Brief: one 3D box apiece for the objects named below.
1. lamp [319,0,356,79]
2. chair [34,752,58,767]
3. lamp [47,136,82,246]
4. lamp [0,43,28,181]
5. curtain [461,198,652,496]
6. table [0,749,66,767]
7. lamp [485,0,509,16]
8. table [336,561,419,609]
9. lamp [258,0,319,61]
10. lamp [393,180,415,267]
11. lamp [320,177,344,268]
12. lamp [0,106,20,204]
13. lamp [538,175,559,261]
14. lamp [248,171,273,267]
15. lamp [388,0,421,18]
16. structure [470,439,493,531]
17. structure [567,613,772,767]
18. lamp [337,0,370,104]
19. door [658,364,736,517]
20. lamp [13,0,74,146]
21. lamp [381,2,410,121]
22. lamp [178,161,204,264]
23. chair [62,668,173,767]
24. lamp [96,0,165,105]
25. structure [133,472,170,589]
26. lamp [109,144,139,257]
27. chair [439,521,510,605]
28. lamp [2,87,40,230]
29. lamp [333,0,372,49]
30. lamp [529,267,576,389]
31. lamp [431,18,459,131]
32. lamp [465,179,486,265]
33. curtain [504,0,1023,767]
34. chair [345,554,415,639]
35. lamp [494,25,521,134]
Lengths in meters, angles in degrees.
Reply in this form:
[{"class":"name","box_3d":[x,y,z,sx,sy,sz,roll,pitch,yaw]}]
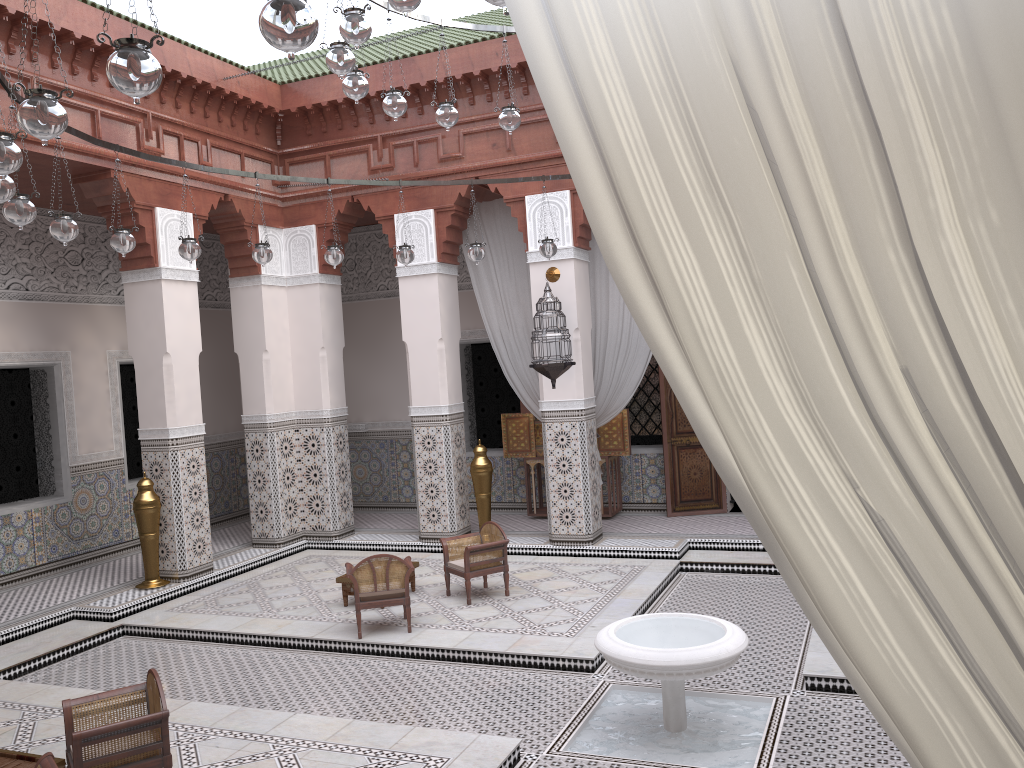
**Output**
[{"class":"lamp","box_3d":[-0.473,-1.002,2.380,0.090,0.371,0.091,-3,2,7]},{"class":"chair","box_3d":[-1.011,0.881,1.722,0.263,0.313,0.208,-5,2,-37]},{"class":"lamp","box_3d":[-1.345,-0.594,2.624,0.091,0.371,0.090,-2,2,37]},{"class":"lamp","box_3d":[-1.035,-0.589,1.760,0.091,0.371,0.090,-2,2,37]},{"class":"curtain","box_3d":[0.326,-0.156,4.749,1.304,1.761,0.048,-3,2,23]},{"class":"table","box_3d":[-1.235,0.973,2.021,0.229,0.142,0.330,-3,2,23]},{"class":"lamp","box_3d":[-0.026,-0.635,1.077,0.091,0.371,0.090,-2,2,37]},{"class":"table","box_3d":[-0.585,0.879,3.913,0.229,0.142,0.330,-3,2,23]},{"class":"lamp","box_3d":[-0.317,-0.619,1.185,0.091,0.371,0.090,-2,2,37]},{"class":"lamp","box_3d":[-0.466,-0.682,3.784,0.090,0.371,0.091,-3,2,27]},{"class":"lamp","box_3d":[-0.745,-0.661,3.653,0.090,0.371,0.091,-3,2,17]},{"class":"lamp","box_3d":[-1.198,-0.586,2.025,0.091,0.371,0.090,-2,2,37]},{"class":"lamp","box_3d":[0.151,-0.724,3.876,0.091,0.371,0.090,-5,2,-33]},{"class":"lamp","box_3d":[-0.988,-0.640,3.462,0.090,0.371,0.091,-4,2,2]},{"class":"lamp","box_3d":[-0.258,-1.005,1.980,0.090,0.371,0.091,-5,2,-33]},{"class":"structure","box_3d":[-0.158,0.566,4.777,0.156,0.539,0.156,-4,2,-6]},{"class":"structure","box_3d":[0.460,0.861,2.540,0.528,0.310,0.501,-3,2,23]},{"class":"lamp","box_3d":[-0.471,-1.009,2.607,0.090,0.371,0.091,-3,2,27]},{"class":"door","box_3d":[1.494,-0.004,5.038,1.244,1.461,0.419,-3,2,23]},{"class":"lamp","box_3d":[-0.829,-0.596,1.528,0.091,0.371,0.090,-2,2,37]},{"class":"lamp","box_3d":[-0.380,-1.020,2.819,0.091,0.371,0.090,-5,2,-43]},{"class":"lamp","box_3d":[-1.187,-0.620,3.216,0.091,0.371,0.090,-2,2,37]},{"class":"chair","box_3d":[-0.947,0.866,2.129,0.208,0.313,0.263,-5,2,-32]},{"class":"lamp","box_3d":[-0.587,-0.606,1.336,0.090,0.371,0.091,-5,2,-33]},{"class":"structure","box_3d":[-1.717,0.682,4.190,0.156,0.539,0.156,-4,2,-17]},{"class":"lamp","box_3d":[-1.305,-0.605,2.931,0.091,0.371,0.090,-2,2,37]},{"class":"chair","box_3d":[-0.159,0.767,3.852,0.208,0.313,0.263,-5,2,-32]},{"class":"lamp","box_3d":[-1.306,-0.588,2.315,0.091,0.371,0.090,-2,2,37]},{"class":"lamp","box_3d":[-0.398,-1.001,2.162,0.090,0.371,0.091,-4,2,-13]},{"class":"lamp","box_3d":[0.188,-0.284,4.386,0.216,0.618,0.217,-3,2,23]},{"class":"lamp","box_3d":[-0.233,-1.034,2.978,0.090,0.371,0.091,-4,2,2]},{"class":"lamp","box_3d":[-0.164,-0.703,3.858,0.090,0.371,0.091,-2,2,37]},{"class":"curtain","box_3d":[0.472,-0.042,0.279,1.304,1.761,0.137,-3,2,22]},{"class":"chair","box_3d":[-0.511,0.801,3.461,0.263,0.313,0.208,-4,2,-11]},{"class":"lamp","box_3d":[-0.020,-1.050,3.077,0.090,0.371,0.091,-3,2,27]}]
